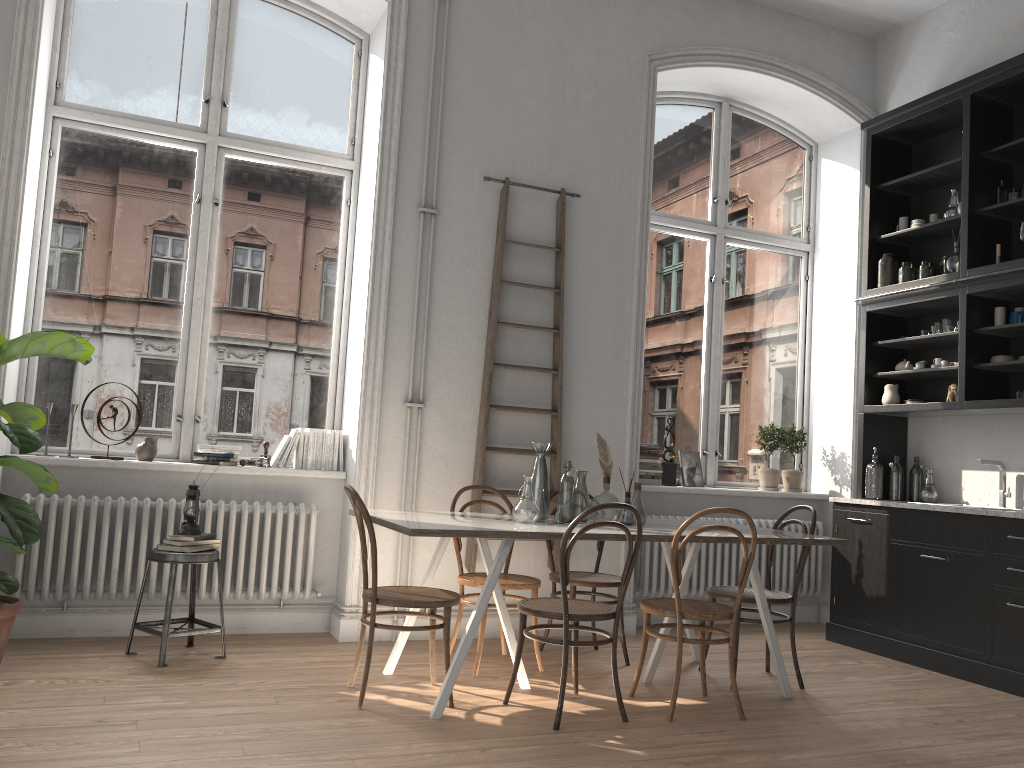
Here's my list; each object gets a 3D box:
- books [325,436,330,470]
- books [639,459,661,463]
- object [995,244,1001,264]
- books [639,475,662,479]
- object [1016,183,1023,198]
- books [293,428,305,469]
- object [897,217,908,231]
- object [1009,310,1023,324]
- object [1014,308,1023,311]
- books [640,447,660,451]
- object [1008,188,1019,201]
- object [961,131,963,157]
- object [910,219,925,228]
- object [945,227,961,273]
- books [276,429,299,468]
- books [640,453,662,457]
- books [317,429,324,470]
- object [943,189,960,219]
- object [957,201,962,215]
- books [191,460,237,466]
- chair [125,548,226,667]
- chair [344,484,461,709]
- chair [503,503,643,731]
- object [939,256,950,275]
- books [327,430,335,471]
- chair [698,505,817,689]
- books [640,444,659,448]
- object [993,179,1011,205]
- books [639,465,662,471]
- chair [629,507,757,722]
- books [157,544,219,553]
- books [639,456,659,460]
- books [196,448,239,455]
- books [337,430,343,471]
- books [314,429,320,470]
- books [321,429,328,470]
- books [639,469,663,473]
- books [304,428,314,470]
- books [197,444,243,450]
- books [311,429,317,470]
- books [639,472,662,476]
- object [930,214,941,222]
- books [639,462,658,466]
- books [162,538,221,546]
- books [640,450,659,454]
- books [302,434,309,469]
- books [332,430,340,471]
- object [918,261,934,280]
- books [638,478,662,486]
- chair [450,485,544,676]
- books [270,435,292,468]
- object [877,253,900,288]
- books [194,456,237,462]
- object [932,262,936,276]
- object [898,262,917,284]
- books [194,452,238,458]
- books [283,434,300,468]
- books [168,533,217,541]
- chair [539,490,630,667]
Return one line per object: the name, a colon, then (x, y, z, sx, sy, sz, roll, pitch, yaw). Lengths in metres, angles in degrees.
books: (-1.127, 0.416, 5.349, 0.020, 0.205, 0.155, 5, -5, -22)
books: (0.900, 0.535, 6.188, 0.222, 0.024, 0.158, 5, -5, -22)
object: (2.928, -0.768, 5.337, 0.123, 0.161, 0.123, 4, -5, -14)
books: (0.884, 0.643, 6.156, 0.250, 0.023, 0.175, 6, -6, -27)
object: (3.121, -1.136, 5.409, 0.065, 0.177, 0.084, 3, -5, -1)
books: (-1.276, 0.385, 5.310, 0.024, 0.243, 0.175, 5, -5, -22)
object: (2.701, -1.078, 6.127, 0.059, 0.135, 0.082, 3, -5, 5)
object: (2.992, -0.379, 5.251, 0.082, 0.093, 0.140, 0, -6, 32)
object: (3.050, -0.389, 5.344, 0.082, 0.135, 0.059, 3, -5, 5)
books: (0.903, 0.449, 6.189, 0.205, 0.020, 0.155, 5, -5, -22)
object: (3.018, -1.121, 5.334, 0.053, 0.125, 0.041, 0, -5, 34)
object: (2.939, -1.516, 5.729, 0.067, 0.231, 0.070, 6, -5, -26)
object: (2.763, -1.062, 6.035, 0.096, 0.095, 0.096, 2, -5, 11)
object: (2.784, -0.857, 5.540, 0.134, 0.357, 0.134, 1, -5, 22)
books: (-1.335, 0.380, 5.261, 0.100, 0.234, 0.174, 5, -5, -22)
books: (0.896, 0.491, 6.183, 0.244, 0.019, 0.174, 5, -5, -22)
books: (-1.174, 0.395, 5.352, 0.024, 0.243, 0.175, 5, -5, -22)
object: (2.859, -1.145, 5.729, 0.132, 0.219, 0.132, -1, -6, 42)
object: (2.882, -1.216, 5.603, 0.123, 0.340, 0.119, 4, -5, -4)
books: (-1.708, 0.452, 5.089, 0.221, 0.023, 0.147, 1, -6, 26)
chair: (-1.656, 1.094, 4.439, 0.360, 0.522, 0.364, -1, -6, 41)
chair: (-0.500, 0.921, 3.947, 0.549, 0.920, 0.438, 5, -5, -14)
chair: (0.269, 0.956, 3.824, 0.438, 0.920, 0.549, 6, -5, -27)
object: (2.855, -0.742, 5.810, 0.092, 0.184, 0.092, 4, -5, -8)
books: (-1.113, 0.401, 5.378, 0.024, 0.243, 0.175, 5, -5, -22)
chair: (1.301, 1.089, 4.672, 0.549, 0.920, 0.438, 4, -5, -10)
books: (0.896, 0.428, 6.197, 0.201, 0.024, 0.159, 6, -6, -32)
object: (2.996, -1.153, 5.423, 0.084, 0.199, 0.065, 3, -5, -1)
books: (0.890, 0.582, 6.180, 0.245, 0.028, 0.193, 6, -6, -27)
chair: (0.821, 1.004, 4.015, 0.438, 0.920, 0.549, 4, -5, -11)
books: (-1.638, 0.824, 4.497, 0.194, 0.034, 0.246, 2, -5, 18)
books: (0.900, 0.512, 6.183, 0.205, 0.022, 0.155, 6, -6, -27)
books: (-1.688, 0.387, 5.083, 0.205, 0.020, 0.155, 6, -6, -32)
books: (-1.052, 0.404, 5.379, 0.040, 0.244, 0.174, 5, -5, -22)
books: (-1.192, 0.392, 5.340, 0.019, 0.243, 0.174, 5, -5, -22)
books: (-1.146, 0.395, 5.340, 0.019, 0.243, 0.174, 5, -5, -22)
books: (0.890, 0.603, 6.178, 0.255, 0.014, 0.193, 5, -5, -19)
books: (-1.220, 0.388, 5.300, 0.024, 0.243, 0.175, 5, -5, -22)
books: (-1.677, 0.365, 5.111, 0.244, 0.019, 0.174, 4, -5, -13)
books: (-1.203, 0.390, 5.316, 0.019, 0.243, 0.174, 5, -5, -22)
books: (0.886, 0.620, 6.158, 0.249, 0.023, 0.175, 5, -5, -22)
object: (2.859, -1.080, 5.996, 0.059, 0.135, 0.082, 3, -5, 0)
books: (0.897, 0.557, 6.180, 0.205, 0.022, 0.155, 4, -5, -8)
books: (-1.627, 0.799, 4.506, 0.163, 0.029, 0.232, -1, -6, 38)
books: (0.890, 0.469, 6.182, 0.231, 0.023, 0.163, 4, -5, -7)
books: (-1.245, 0.405, 5.299, 0.020, 0.205, 0.155, 5, -5, -22)
books: (-1.082, 0.402, 5.369, 0.024, 0.243, 0.175, 5, -5, -22)
object: (2.732, -0.728, 5.853, 0.096, 0.150, 0.096, 6, -6, -34)
books: (0.880, 0.675, 6.154, 0.248, 0.043, 0.192, 5, -5, -22)
chair: (-0.089, 1.010, 4.692, 0.438, 0.920, 0.549, 5, -5, -24)
books: (-1.374, 0.397, 5.249, 0.105, 0.194, 0.155, 5, -5, -23)
object: (2.572, -0.765, 6.054, 0.118, 0.238, 0.118, 7, -6, -37)
books: (-1.700, 0.430, 5.090, 0.205, 0.022, 0.155, 4, -5, -3)
object: (2.806, -0.726, 5.982, 0.092, 0.184, 0.092, 0, -5, 33)
object: (2.643, -0.730, 5.927, 0.114, 0.155, 0.114, 5, -5, -19)
books: (-1.696, 0.408, 5.092, 0.221, 0.023, 0.147, 4, -5, -7)
books: (-1.313, 0.399, 5.271, 0.072, 0.203, 0.155, 5, -5, -22)
books: (-1.624, 0.777, 4.509, 0.147, 0.027, 0.221, 3, -5, 10)
chair: (0.407, 1.064, 4.984, 0.438, 0.920, 0.549, 5, -5, -16)
